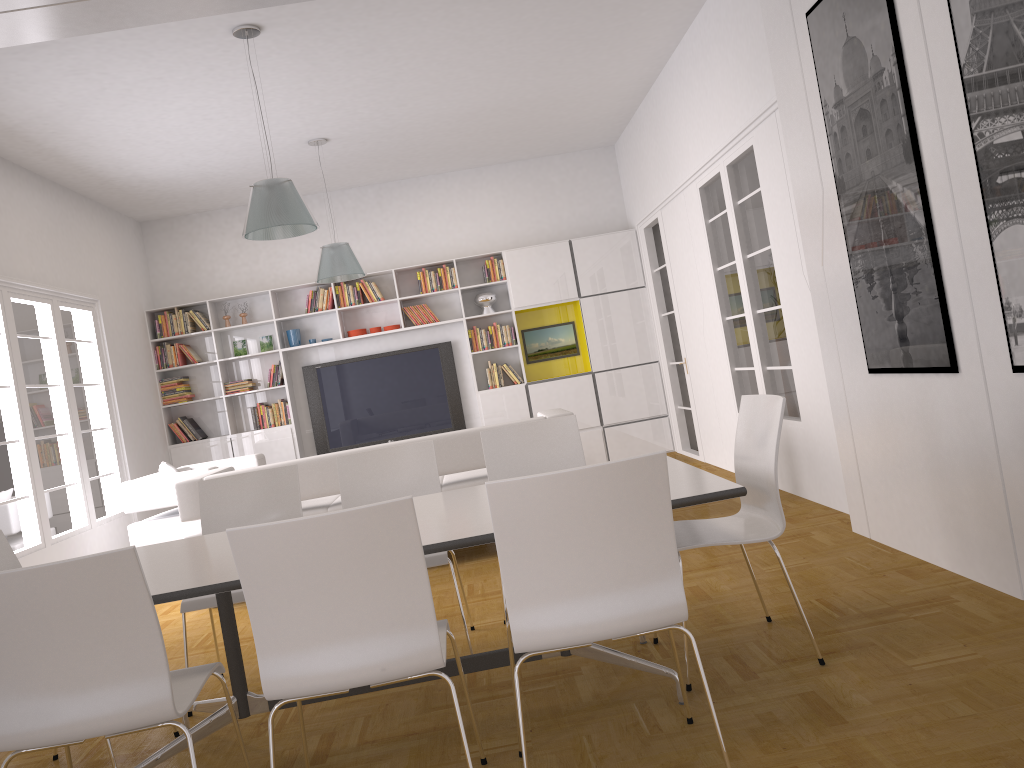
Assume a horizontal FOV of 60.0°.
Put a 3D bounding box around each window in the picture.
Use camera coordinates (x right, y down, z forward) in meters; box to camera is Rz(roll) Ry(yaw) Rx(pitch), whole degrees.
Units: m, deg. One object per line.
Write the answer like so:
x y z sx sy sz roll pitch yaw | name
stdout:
-3.625 0.453 6.571 0.195 2.528 3.350 -10 1 -3 | window

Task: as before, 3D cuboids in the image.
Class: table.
-0.437 0.871 3.255 2.411 0.722 1.211 -10 1 -3 | table

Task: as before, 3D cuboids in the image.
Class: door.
1.627 -0.468 8.976 0.139 2.454 1.008 -10 0 -3 | door

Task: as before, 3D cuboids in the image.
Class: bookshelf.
-1.075 -0.023 9.755 5.366 2.480 0.389 -10 0 -3 | bookshelf

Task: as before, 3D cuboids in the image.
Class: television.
-1.400 0.204 9.801 1.660 1.088 0.082 -10 0 -3 | television

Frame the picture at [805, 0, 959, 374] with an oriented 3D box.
1.599 -0.922 3.921 0.013 1.780 0.786 -10 0 -3 | picture

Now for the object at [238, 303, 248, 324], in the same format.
-2.966 -0.758 9.683 0.179 0.260 0.119 -10 0 18 | object

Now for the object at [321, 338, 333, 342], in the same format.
-2.017 -0.474 9.674 0.124 0.032 0.123 -10 1 -17 | object

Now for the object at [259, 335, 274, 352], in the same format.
-2.703 -0.438 9.760 0.144 0.190 0.051 -10 0 -3 | object

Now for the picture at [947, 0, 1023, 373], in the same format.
1.654 -0.912 2.780 0.016 1.780 0.786 -10 0 -3 | picture

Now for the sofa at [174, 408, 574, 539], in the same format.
-0.833 0.816 6.157 2.623 0.849 0.822 -10 0 -3 | sofa

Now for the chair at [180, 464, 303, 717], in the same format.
-1.172 0.885 3.999 0.561 0.931 0.575 -10 0 -3 | chair

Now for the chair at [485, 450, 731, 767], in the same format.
0.232 0.666 2.512 0.561 0.931 0.575 -10 0 -3 | chair

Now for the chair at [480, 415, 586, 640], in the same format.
0.168 0.650 4.068 0.561 0.931 0.575 -10 0 -3 | chair

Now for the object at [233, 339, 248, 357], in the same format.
-2.987 -0.388 9.745 0.144 0.190 0.051 -10 0 -3 | object

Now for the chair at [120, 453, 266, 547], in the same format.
-2.627 1.058 7.572 0.801 0.911 1.097 -10 1 7 | chair

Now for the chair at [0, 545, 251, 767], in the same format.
-1.108 0.901 2.443 0.561 0.931 0.575 -10 0 -3 | chair

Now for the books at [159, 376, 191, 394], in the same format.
-3.650 0.011 9.606 0.252 0.153 0.207 -10 1 -3 | books

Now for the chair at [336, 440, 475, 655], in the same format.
-0.522 0.771 4.032 0.561 0.931 0.575 -10 0 -3 | chair

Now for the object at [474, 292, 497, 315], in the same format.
-0.284 -0.879 9.773 0.256 0.239 0.257 -10 0 5 | object

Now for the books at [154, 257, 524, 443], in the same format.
-1.890 -0.388 9.684 3.863 1.455 0.235 -10 0 -3 | books

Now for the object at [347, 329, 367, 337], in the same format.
-1.694 -0.553 9.703 0.211 0.073 0.211 -10 1 -28 | object

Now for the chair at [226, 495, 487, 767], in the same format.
-0.418 0.780 2.478 0.561 0.931 0.575 -10 0 -3 | chair

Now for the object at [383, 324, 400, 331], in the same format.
-1.313 -0.609 9.704 0.182 0.054 0.183 -10 1 -6 | object

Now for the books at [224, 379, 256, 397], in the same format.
-2.950 0.040 9.640 0.284 0.153 0.207 -10 1 -3 | books

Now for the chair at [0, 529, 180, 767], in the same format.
-1.657 0.983 3.210 0.575 0.931 0.561 -10 0 -3 | chair

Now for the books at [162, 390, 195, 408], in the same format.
-3.609 0.155 9.606 0.284 0.153 0.207 -10 1 -3 | books

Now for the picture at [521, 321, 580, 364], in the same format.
0.432 -0.462 9.938 0.609 0.388 0.007 -10 0 -3 | picture

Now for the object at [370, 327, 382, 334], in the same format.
-1.492 -0.581 9.714 0.129 0.073 0.129 -10 1 -6 | object

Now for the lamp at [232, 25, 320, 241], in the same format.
-1.507 -1.534 5.381 0.464 1.250 0.464 -10 0 -3 | lamp

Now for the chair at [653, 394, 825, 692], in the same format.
0.789 0.547 3.338 0.575 0.931 0.561 -10 0 -3 | chair

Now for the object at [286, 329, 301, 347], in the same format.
-2.371 -0.494 9.657 0.147 0.192 0.147 -10 0 -14 | object

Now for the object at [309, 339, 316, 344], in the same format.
-2.173 -0.459 9.666 0.078 0.056 0.078 -10 1 22 | object

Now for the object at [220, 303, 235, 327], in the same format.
-3.085 -0.746 9.660 0.120 0.279 0.179 -10 0 3 | object

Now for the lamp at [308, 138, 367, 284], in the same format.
-1.633 -1.556 7.921 0.464 1.250 0.464 -10 0 -3 | lamp
